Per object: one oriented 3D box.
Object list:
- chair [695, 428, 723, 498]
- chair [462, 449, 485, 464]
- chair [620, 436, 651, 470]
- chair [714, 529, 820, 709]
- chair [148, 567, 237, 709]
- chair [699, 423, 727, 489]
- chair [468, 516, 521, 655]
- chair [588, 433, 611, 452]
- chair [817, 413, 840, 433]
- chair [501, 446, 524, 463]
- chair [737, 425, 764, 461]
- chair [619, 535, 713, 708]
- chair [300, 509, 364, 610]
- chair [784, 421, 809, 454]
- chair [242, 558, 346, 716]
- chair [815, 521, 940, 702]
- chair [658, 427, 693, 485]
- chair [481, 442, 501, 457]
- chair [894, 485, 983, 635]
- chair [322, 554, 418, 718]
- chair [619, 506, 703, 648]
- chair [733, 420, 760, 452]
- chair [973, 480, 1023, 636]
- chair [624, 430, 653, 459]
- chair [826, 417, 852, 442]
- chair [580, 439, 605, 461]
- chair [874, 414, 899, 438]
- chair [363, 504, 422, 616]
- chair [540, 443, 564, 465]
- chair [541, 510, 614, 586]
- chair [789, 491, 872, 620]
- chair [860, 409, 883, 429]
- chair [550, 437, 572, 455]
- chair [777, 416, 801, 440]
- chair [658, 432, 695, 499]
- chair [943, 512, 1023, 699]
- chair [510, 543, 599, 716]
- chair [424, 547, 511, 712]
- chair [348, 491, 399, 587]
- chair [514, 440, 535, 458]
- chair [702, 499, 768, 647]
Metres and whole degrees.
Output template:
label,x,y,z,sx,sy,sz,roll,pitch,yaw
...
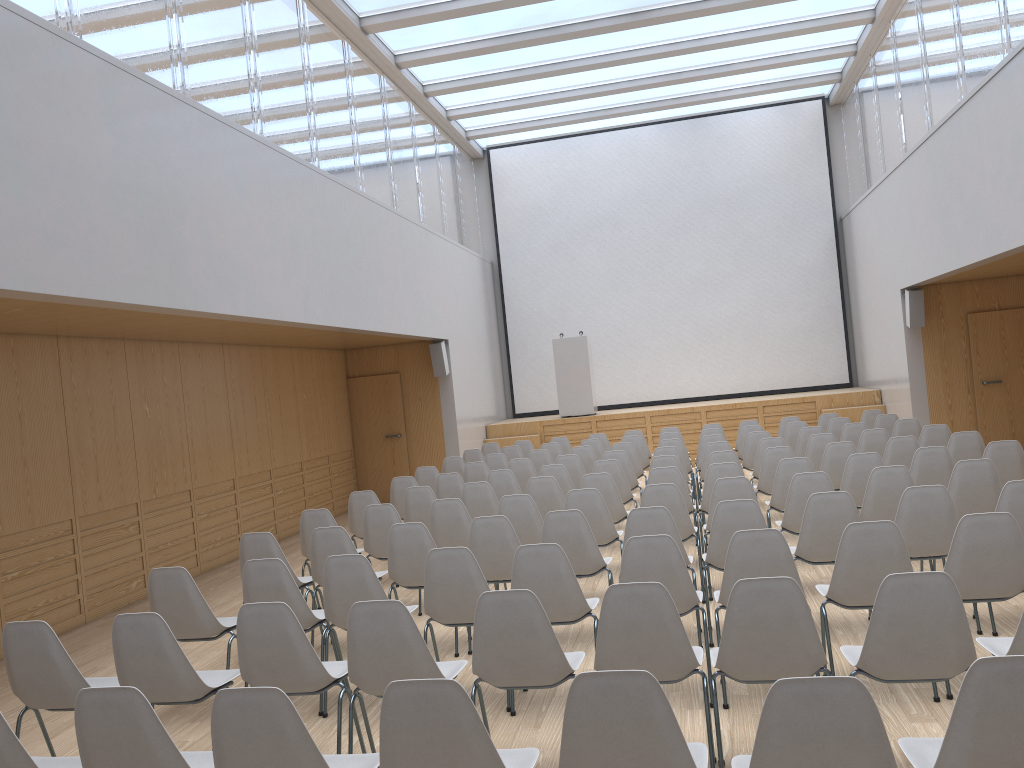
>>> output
label,x,y,z,sx,sy,sz,roll,pitch,yaw
chair,2.595,0.995,11.427,0.479,0.876,0.505,-6,0,11
chair,-0.441,1.296,12.030,0.479,0.876,0.505,-6,0,11
chair,1.599,1.094,11.555,0.479,0.876,0.505,-6,0,11
chair,1.266,1.129,4.507,0.479,0.876,0.505,-6,0,11
chair,-1.793,1.433,5.094,0.479,0.876,0.505,-6,0,11
chair,2.815,0.973,12.333,0.479,0.876,0.505,-6,0,11
chair,-0.050,1.259,5.808,0.479,0.876,0.505,-6,0,11
chair,1.286,1.125,12.678,0.479,0.876,0.505,-6,0,11
chair,4.328,0.822,12.102,0.479,0.876,0.505,-6,0,11
chair,0.070,1.246,11.900,0.479,0.876,0.505,-6,0,11
chair,3.086,0.946,11.301,0.479,0.876,0.505,-6,0,11
chair,0.770,1.178,4.626,0.479,0.876,0.505,-6,0,11
chair,-1.427,1.396,7.081,0.479,0.876,0.505,-6,0,11
chair,3.597,0.895,11.158,0.479,0.876,0.505,-6,0,11
chair,-1.259,1.380,5.058,0.479,0.876,0.505,-6,0,11
chair,1.781,1.078,4.425,0.479,0.876,0.505,-6,0,11
chair,2.263,1.028,12.464,0.479,0.876,0.505,-6,0,11
chair,-0.227,1.275,12.979,0.479,0.876,0.505,-6,0,11
chair,2.451,1.011,5.311,0.479,0.876,0.505,-6,0,11
chair,-0.791,1.333,4.936,0.479,0.876,0.505,-6,0,11
chair,0.903,1.165,5.536,0.479,0.876,0.505,-6,0,11
chair,3.310,0.924,12.294,0.479,0.876,0.505,-6,0,11
chair,2.949,0.961,5.171,0.479,0.876,0.505,-6,0,11
chair,1.779,1.076,12.609,0.479,0.876,0.505,-6,0,11
chair,4.107,0.845,11.117,0.479,0.876,0.505,-6,0,11
chair,1.099,1.144,11.714,0.479,0.876,0.505,-6,0,11
chair,4.621,0.794,10.954,0.479,0.876,0.505,-6,0,11
chair,-0.923,1.346,7.001,0.479,0.876,0.505,-6,0,11
chair,0.578,1.195,11.758,0.479,0.876,0.505,-6,0,11
chair,0.411,1.214,5.745,0.479,0.876,0.505,-6,0,11
chair,1.946,1.061,5.430,0.479,0.876,0.505,-6,0,11
chair,4.854,0.770,11.969,0.479,0.876,0.505,-6,0,11
chair,0.751,1.178,12.743,0.479,0.876,0.505,-6,0,11
chair,3.830,0.872,12.172,0.479,0.876,0.505,-6,0,11
chair,2.095,1.045,11.498,0.479,0.876,0.505,-6,0,11
chair,2.289,1.027,4.353,0.479,0.876,0.505,-6,0,11
chair,0.222,1.233,4.694,0.479,0.876,0.505,-6,0,11
chair,-0.238,1.278,4.845,0.479,0.876,0.505,-6,0,11
chair,-1.236,1.377,8.083,0.479,0.876,0.505,-6,0,11
chair,0.238,1.229,12.803,0.479,0.876,0.505,-6,0,11
chair,1.414,1.114,5.476,0.479,0.876,0.505,-6,0,11
